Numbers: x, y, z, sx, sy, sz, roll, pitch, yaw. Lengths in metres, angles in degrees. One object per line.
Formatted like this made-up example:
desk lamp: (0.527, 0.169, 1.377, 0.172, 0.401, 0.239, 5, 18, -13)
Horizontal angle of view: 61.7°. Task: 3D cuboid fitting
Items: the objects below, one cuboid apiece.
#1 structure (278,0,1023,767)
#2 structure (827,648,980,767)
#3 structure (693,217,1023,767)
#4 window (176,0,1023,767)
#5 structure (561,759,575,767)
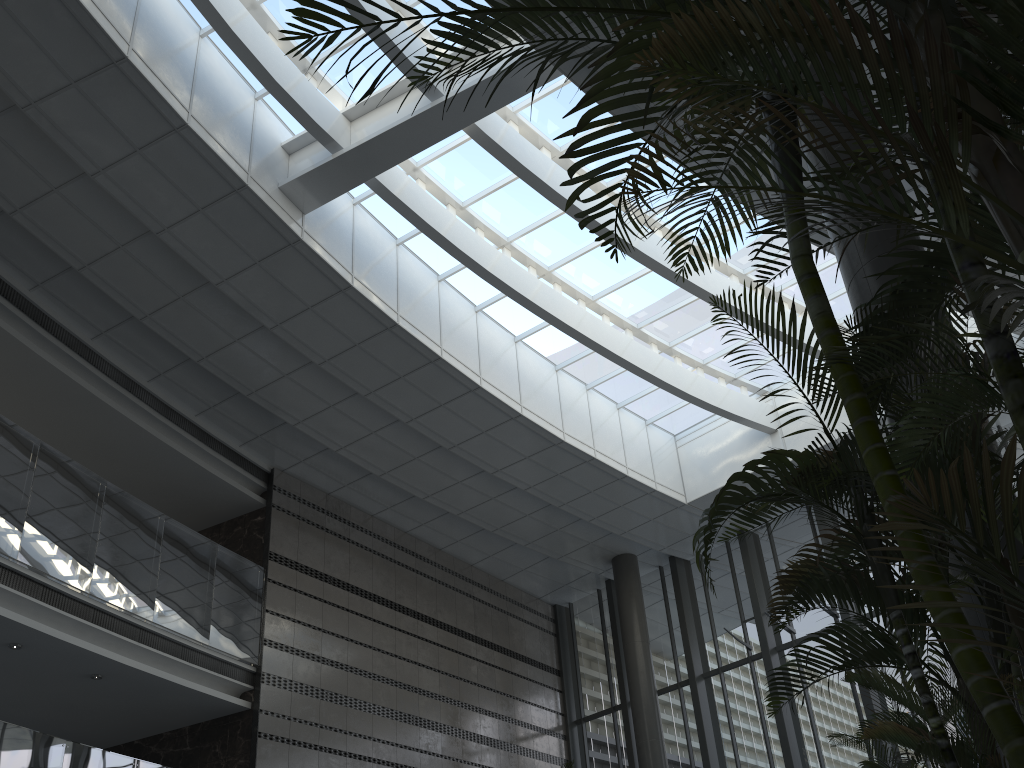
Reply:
structure: (0.815, -0.279, 1.391, 2.456, 4.100, 2.841, -15, -33, 17)
structure: (2.825, 3.083, 5.209, 1.430, 3.045, 1.362, -18, -32, 21)
structure: (1.611, 1.173, 2.729, 1.668, 3.282, 2.286, -17, -33, 20)
window: (-0.313, 1.505, 7.508, 19.641, 8.891, 14.614, 20, -42, -31)
structure: (0.289, 7.360, 11.392, 2.620, 4.100, 2.670, 22, -40, -37)
